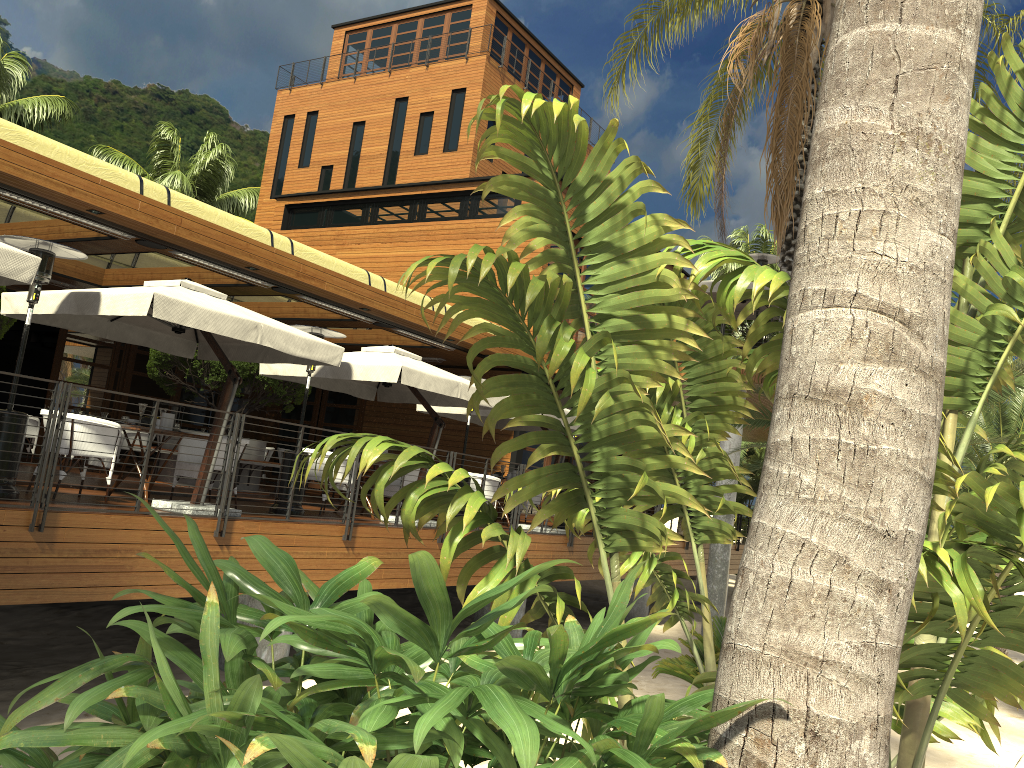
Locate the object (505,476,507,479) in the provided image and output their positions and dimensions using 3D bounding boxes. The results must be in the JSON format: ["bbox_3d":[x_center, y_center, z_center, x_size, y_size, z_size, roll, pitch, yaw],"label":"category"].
[{"bbox_3d":[-0.060,1.578,14.834,0.116,0.065,0.115,6,-7,14],"label":"object"}]

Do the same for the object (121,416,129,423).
[{"bbox_3d":[-3.886,0.368,8.902,0.086,0.086,0.086,2,-9,37],"label":"object"}]

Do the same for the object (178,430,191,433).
[{"bbox_3d":[-3.527,0.495,9.313,0.295,0.025,0.170,3,-8,32],"label":"object"}]

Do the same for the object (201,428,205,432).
[{"bbox_3d":[-5.995,0.972,17.177,0.082,0.227,0.082,10,-8,-20],"label":"object"}]

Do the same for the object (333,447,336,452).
[{"bbox_3d":[-3.268,1.229,16.254,0.082,0.227,0.082,11,-8,-22],"label":"object"}]

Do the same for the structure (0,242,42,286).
[{"bbox_3d":[-5.255,-0.505,6.202,2.414,2.338,2.407,3,-8,32],"label":"structure"}]

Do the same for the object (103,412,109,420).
[{"bbox_3d":[-6.763,0.585,14.727,0.082,0.227,0.082,14,-10,-39],"label":"object"}]

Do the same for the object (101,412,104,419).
[{"bbox_3d":[-6.967,0.600,15.087,0.082,0.227,0.082,0,-10,43],"label":"object"}]

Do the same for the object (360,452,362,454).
[{"bbox_3d":[-1.986,0.920,11.888,0.163,0.179,0.167,3,-9,34],"label":"object"}]

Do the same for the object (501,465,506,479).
[{"bbox_3d":[-0.152,1.431,14.418,0.082,0.227,0.082,3,-9,33],"label":"object"}]

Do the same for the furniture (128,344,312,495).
[{"bbox_3d":[-4.697,0.357,14.532,2.617,2.729,2.686,5,-8,23],"label":"furniture"}]

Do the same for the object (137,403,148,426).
[{"bbox_3d":[-3.657,0.305,8.743,0.082,0.227,0.082,3,-9,33],"label":"object"}]

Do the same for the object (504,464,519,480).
[{"bbox_3d":[0.037,1.461,14.589,0.263,0.264,0.263,9,-7,-13],"label":"object"}]

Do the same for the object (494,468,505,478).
[{"bbox_3d":[-0.222,1.487,14.745,0.163,0.179,0.167,3,-9,34],"label":"object"}]

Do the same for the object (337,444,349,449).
[{"bbox_3d":[-3.032,1.223,16.066,0.263,0.264,0.263,9,-7,-12],"label":"object"}]

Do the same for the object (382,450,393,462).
[{"bbox_3d":[-1.727,0.894,11.732,0.263,0.264,0.263,9,-7,-13],"label":"object"}]

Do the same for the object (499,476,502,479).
[{"bbox_3d":[-0.196,1.530,14.477,0.080,0.042,0.080,7,-7,1],"label":"object"}]

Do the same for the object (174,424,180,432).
[{"bbox_3d":[-3.460,0.450,9.120,0.086,0.086,0.086,2,-9,37],"label":"object"}]

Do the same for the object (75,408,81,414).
[{"bbox_3d":[-7.121,0.512,14.508,0.082,0.227,0.082,0,-10,43],"label":"object"}]

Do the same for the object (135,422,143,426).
[{"bbox_3d":[-3.701,0.403,8.802,0.080,0.042,0.080,8,-7,-6],"label":"object"}]

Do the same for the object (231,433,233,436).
[{"bbox_3d":[-5.565,1.077,17.580,0.082,0.227,0.082,10,-8,-20],"label":"object"}]

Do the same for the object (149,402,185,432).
[{"bbox_3d":[-3.468,0.335,8.913,0.263,0.264,0.263,9,-7,-13],"label":"object"}]

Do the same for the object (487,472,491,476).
[{"bbox_3d":[-0.381,1.494,14.577,0.086,0.086,0.086,3,-8,32],"label":"object"}]

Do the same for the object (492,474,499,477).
[{"bbox_3d":[-0.280,1.513,14.531,0.116,0.065,0.115,6,-7,14],"label":"object"}]

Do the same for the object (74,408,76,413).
[{"bbox_3d":[-7.338,0.528,14.890,0.082,0.227,0.082,14,-10,-39],"label":"object"}]

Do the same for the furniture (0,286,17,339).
[{"bbox_3d":[-7.434,-0.507,10.233,2.569,2.729,2.713,8,-7,-3],"label":"furniture"}]

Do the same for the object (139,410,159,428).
[{"bbox_3d":[-3.727,0.361,9.070,0.163,0.179,0.167,3,-9,34],"label":"object"}]

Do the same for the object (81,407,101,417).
[{"bbox_3d":[-7.055,0.538,14.785,0.263,0.264,0.263,14,-9,-40],"label":"object"}]

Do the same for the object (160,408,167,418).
[{"bbox_3d":[-3.672,0.367,9.295,0.082,0.227,0.082,5,-8,21],"label":"object"}]

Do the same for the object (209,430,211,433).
[{"bbox_3d":[-6.001,1.021,17.600,0.082,0.227,0.082,10,-8,-15],"label":"object"}]

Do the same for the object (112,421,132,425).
[{"bbox_3d":[-3.828,0.383,8.696,0.295,0.025,0.170,3,-8,32],"label":"object"}]

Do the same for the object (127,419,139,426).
[{"bbox_3d":[-3.785,0.387,8.856,0.116,0.065,0.115,4,-8,31],"label":"object"}]
